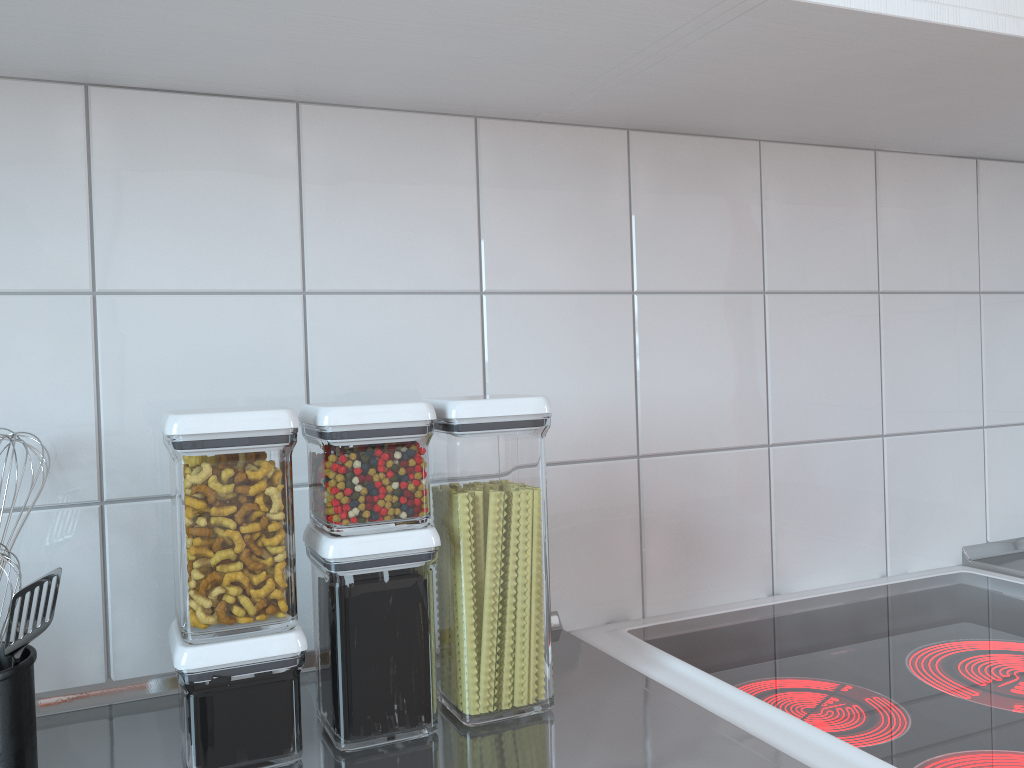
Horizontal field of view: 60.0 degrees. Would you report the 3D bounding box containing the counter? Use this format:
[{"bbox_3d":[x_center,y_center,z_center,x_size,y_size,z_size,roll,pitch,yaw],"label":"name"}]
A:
[{"bbox_3d":[-0.331,0.335,0.437,3.084,0.132,0.685,-3,2,-23],"label":"counter"}]

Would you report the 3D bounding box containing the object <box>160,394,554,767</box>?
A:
[{"bbox_3d":[-0.115,0.145,0.710,0.299,0.261,0.095,-2,1,-23],"label":"object"}]

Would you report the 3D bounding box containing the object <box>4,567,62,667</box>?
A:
[{"bbox_3d":[-0.333,0.202,0.600,0.034,0.164,0.119,-3,1,-43],"label":"object"}]

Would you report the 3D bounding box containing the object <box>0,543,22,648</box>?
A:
[{"bbox_3d":[-0.337,0.163,0.565,0.044,0.131,0.077,-2,1,-32],"label":"object"}]

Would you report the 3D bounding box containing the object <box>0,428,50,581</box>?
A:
[{"bbox_3d":[-0.382,0.161,0.662,0.063,0.251,0.186,-2,1,-23],"label":"object"}]

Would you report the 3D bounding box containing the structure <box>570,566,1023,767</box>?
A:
[{"bbox_3d":[0.497,0.686,0.762,0.614,0.864,0.737,-2,1,-24],"label":"structure"}]

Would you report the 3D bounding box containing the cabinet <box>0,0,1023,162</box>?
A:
[{"bbox_3d":[-0.334,-0.020,0.417,3.085,2.348,0.709,-2,1,-23],"label":"cabinet"}]

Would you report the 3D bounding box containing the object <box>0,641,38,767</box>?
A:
[{"bbox_3d":[-0.374,0.241,0.601,0.095,0.105,0.097,-3,1,-43],"label":"object"}]
